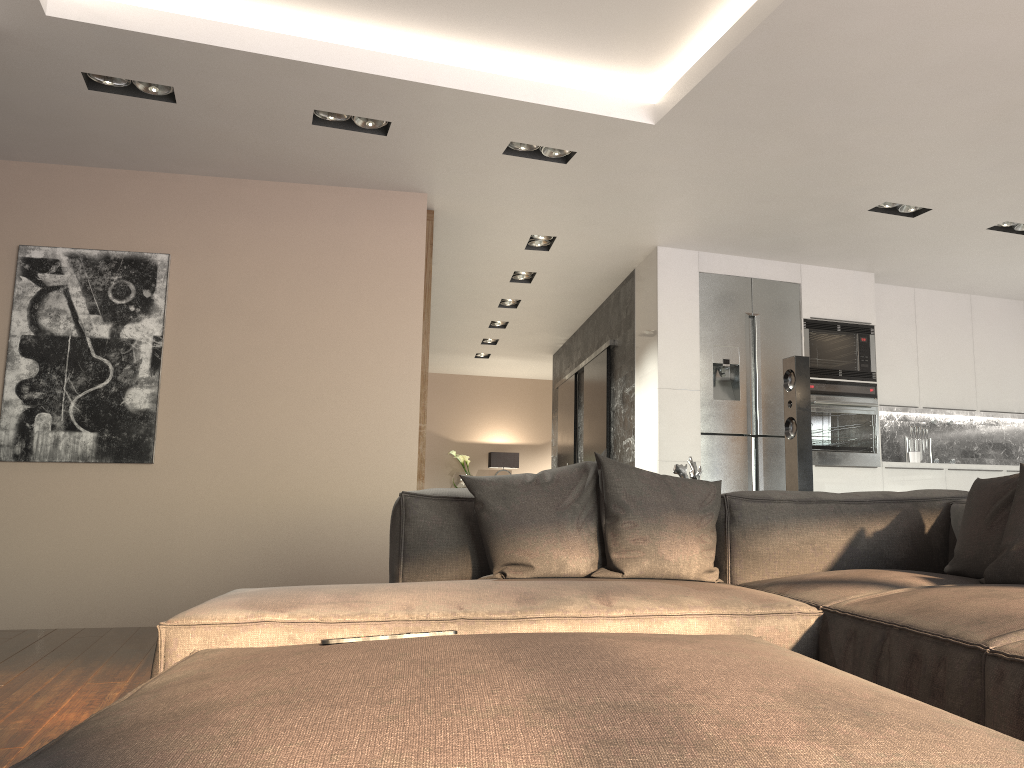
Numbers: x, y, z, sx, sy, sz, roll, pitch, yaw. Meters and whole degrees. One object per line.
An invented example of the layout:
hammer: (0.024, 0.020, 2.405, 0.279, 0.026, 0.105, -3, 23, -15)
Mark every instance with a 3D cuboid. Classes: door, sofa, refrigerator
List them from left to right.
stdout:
door: (0.673, 0.831, 8.743, 0.131, 2.059, 2.790, 2, -8, -6)
refrigerator: (1.692, 0.403, 6.676, 0.904, 2.347, 0.562, 4, -9, -19)
sofa: (0.577, 0.562, 2.005, 2.787, 0.705, 2.435, 2, -8, -9)

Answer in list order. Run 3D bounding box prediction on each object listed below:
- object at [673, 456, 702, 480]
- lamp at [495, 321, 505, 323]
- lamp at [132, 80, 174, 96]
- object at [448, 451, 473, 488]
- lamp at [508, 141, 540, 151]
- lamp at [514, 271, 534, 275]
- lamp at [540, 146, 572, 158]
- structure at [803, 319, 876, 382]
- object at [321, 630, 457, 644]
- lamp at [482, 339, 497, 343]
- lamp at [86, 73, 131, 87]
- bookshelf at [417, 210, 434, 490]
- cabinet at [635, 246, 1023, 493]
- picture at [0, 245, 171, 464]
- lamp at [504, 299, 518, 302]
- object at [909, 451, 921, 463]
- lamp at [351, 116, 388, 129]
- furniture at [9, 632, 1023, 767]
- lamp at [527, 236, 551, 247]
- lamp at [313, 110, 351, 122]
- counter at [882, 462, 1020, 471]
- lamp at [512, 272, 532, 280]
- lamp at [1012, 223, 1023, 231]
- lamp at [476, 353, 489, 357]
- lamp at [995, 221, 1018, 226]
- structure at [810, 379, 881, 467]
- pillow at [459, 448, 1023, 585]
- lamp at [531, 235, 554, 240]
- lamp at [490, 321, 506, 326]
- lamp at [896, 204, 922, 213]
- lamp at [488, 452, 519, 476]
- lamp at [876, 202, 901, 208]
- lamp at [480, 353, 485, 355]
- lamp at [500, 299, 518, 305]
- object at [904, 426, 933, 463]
object: (0.752, 0.449, 3.714, 0.269, 0.288, 0.299, -7, -11, 41)
lamp: (-0.127, -0.667, 9.004, 0.182, 0.077, 0.171, 3, -8, -15)
lamp: (-1.638, -1.379, 4.026, 0.184, 0.077, 0.169, 4, -9, -23)
object: (-0.680, 1.184, 12.068, 0.339, 0.547, 0.279, 9, -12, -43)
lamp: (0.062, -1.280, 4.663, 0.181, 0.077, 0.172, 2, -8, -12)
lamp: (0.099, -0.930, 7.136, 0.169, 0.077, 0.184, -4, -9, 26)
lamp: (0.237, -1.270, 4.729, 0.168, 0.077, 0.186, -6, -10, 36)
structure: (2.460, -0.219, 7.088, 0.683, 0.451, 0.590, 3, -9, -18)
object: (-0.193, 0.400, 1.392, 0.215, 0.015, 0.049, 3, -9, -20)
lamp: (-0.262, -0.512, 10.108, 0.180, 0.077, 0.173, 2, -8, -8)
lamp: (-1.813, -1.389, 3.960, 0.181, 0.077, 0.172, 2, -8, -12)
bookshelf: (-1.036, 0.572, 8.514, 0.295, 2.494, 6.420, 2, -8, -6)
cabinet: (3.935, 0.004, 4.338, 4.602, 2.504, 6.674, 3, -9, -17)
picture: (-2.299, -0.160, 4.754, 0.768, 1.167, 0.028, 3, -9, -12)
lamp: (-0.013, -0.799, 8.066, 0.182, 0.077, 0.171, 3, -8, -15)
object: (3.343, 0.614, 7.297, 0.088, 0.117, 0.096, -4, -10, 30)
lamp: (-0.706, -1.325, 4.375, 0.184, 0.077, 0.169, 4, -9, -23)
furniture: (0.010, 0.564, 1.112, 1.115, 0.440, 1.075, 2, -8, -8)
lamp: (0.192, -1.037, 6.375, 0.169, 0.077, 0.184, -4, -9, 27)
lamp: (-0.881, -1.335, 4.309, 0.181, 0.077, 0.172, 2, -8, -12)
counter: (4.395, 0.508, 5.943, 2.786, 0.041, 3.887, 3, -8, -17)
lamp: (0.078, -0.906, 7.308, 0.169, 0.077, 0.184, -4, -9, 27)
lamp: (3.473, -1.082, 5.939, 0.186, 0.077, 0.167, 6, -10, -35)
lamp: (-0.378, -0.381, 11.035, 0.180, 0.077, 0.173, 2, -8, -8)
lamp: (3.298, -1.092, 5.873, 0.183, 0.077, 0.170, 3, -9, -18)
structure: (2.461, 0.335, 6.960, 0.688, 0.652, 0.626, 4, -9, -18)
pillow: (0.991, 0.392, 2.593, 1.999, 0.431, 1.107, -5, -10, 33)
lamp: (0.213, -1.062, 6.203, 0.169, 0.077, 0.184, -4, -9, 26)
lamp: (-0.148, -0.643, 9.176, 0.180, 0.077, 0.173, 2, -8, -8)
lamp: (2.533, -1.137, 5.586, 0.186, 0.077, 0.167, 6, -10, -35)
lamp: (-0.120, 1.221, 12.241, 0.413, 0.529, 0.276, 4, -9, -19)
lamp: (2.359, -1.147, 5.520, 0.183, 0.077, 0.170, 3, -9, -18)
lamp: (-0.357, -0.406, 10.862, 0.182, 0.077, 0.171, 3, -8, -15)
lamp: (-0.034, -0.775, 8.238, 0.180, 0.077, 0.173, 2, -8, -8)
object: (3.435, 0.523, 7.432, 0.300, 0.336, 0.058, 3, -9, -17)
